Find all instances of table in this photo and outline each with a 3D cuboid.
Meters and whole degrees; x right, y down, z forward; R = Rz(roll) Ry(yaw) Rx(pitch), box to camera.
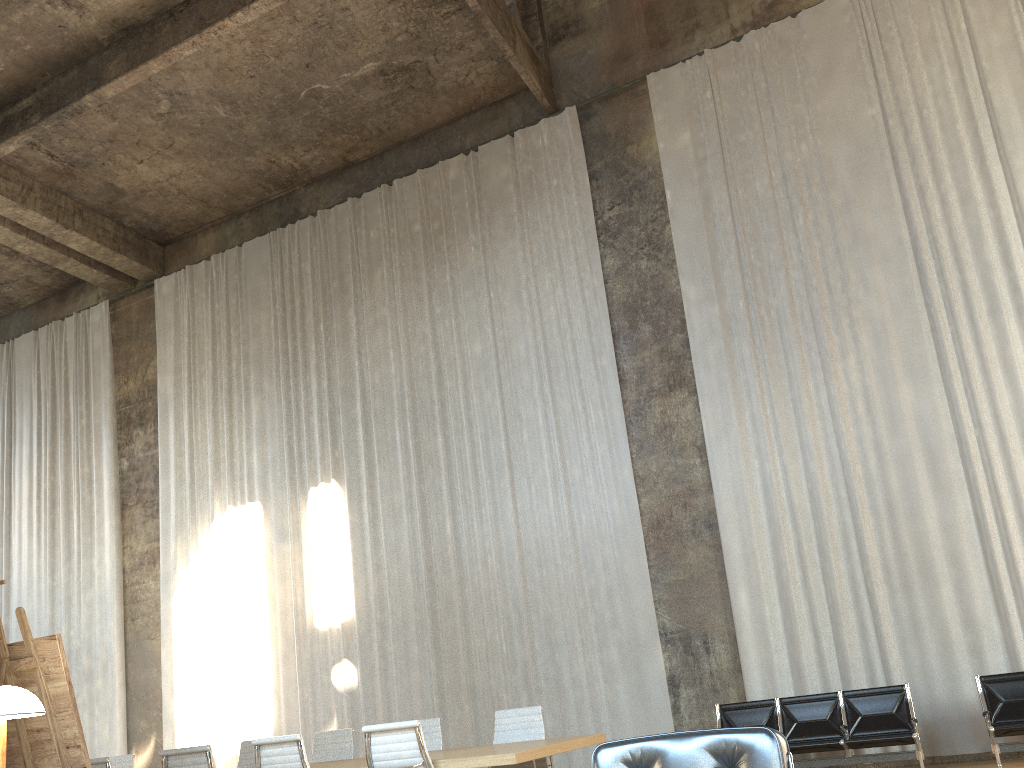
[{"bbox_3d":[-3.026,3.789,7.480,7.793,0.735,1.640,-16,-21,23],"label":"table"}]

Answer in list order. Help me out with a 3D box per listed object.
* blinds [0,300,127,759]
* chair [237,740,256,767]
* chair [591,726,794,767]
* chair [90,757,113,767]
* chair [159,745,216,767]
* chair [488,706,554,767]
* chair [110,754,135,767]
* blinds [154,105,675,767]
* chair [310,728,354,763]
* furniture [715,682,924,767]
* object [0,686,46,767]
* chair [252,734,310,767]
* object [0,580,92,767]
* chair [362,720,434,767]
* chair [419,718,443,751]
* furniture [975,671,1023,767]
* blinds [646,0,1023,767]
[{"bbox_3d":[-9.861,3.524,15.751,7.911,8.370,0.280,-14,-15,23],"label":"blinds"},{"bbox_3d":[-2.465,3.767,7.966,0.677,0.992,0.711,-17,-19,31],"label":"chair"},{"bbox_3d":[0.456,1.399,2.327,0.736,0.863,0.842,-13,-18,19],"label":"chair"},{"bbox_3d":[-2.987,3.355,6.686,0.675,0.992,0.712,-16,-18,28],"label":"chair"},{"bbox_3d":[-2.156,3.115,6.305,0.673,0.992,0.715,-14,-17,22],"label":"chair"},{"bbox_3d":[-1.284,2.297,4.360,31.825,0.999,13.275,-16,-22,23],"label":"chair"},{"bbox_3d":[-4.089,4.228,8.689,0.673,0.992,0.715,-14,-17,22],"label":"chair"},{"bbox_3d":[-2.116,1.309,12.254,7.921,8.369,0.280,-15,-16,25],"label":"blinds"},{"bbox_3d":[-1.661,3.538,7.605,0.675,0.992,0.712,-16,-18,28],"label":"chair"},{"bbox_3d":[2.790,3.320,8.190,1.891,0.816,0.725,-15,-19,23],"label":"furniture"},{"bbox_3d":[-1.650,1.579,2.676,0.666,1.255,0.583,-14,-16,23],"label":"object"},{"bbox_3d":[-1.387,2.898,5.967,0.677,0.992,0.711,-17,-19,31],"label":"chair"},{"bbox_3d":[-2.104,1.597,3.713,0.709,2.076,0.699,-13,-15,22],"label":"object"},{"bbox_3d":[-0.600,2.687,5.650,0.675,0.992,0.712,-16,-18,28],"label":"chair"},{"bbox_3d":[-0.840,3.304,7.237,0.674,0.992,0.713,-15,-18,26],"label":"chair"},{"bbox_3d":[4.923,2.710,7.226,1.891,0.816,0.725,-15,-19,23],"label":"furniture"},{"bbox_3d":[5.606,-0.901,8.768,7.921,8.369,0.280,-15,-16,25],"label":"blinds"}]
